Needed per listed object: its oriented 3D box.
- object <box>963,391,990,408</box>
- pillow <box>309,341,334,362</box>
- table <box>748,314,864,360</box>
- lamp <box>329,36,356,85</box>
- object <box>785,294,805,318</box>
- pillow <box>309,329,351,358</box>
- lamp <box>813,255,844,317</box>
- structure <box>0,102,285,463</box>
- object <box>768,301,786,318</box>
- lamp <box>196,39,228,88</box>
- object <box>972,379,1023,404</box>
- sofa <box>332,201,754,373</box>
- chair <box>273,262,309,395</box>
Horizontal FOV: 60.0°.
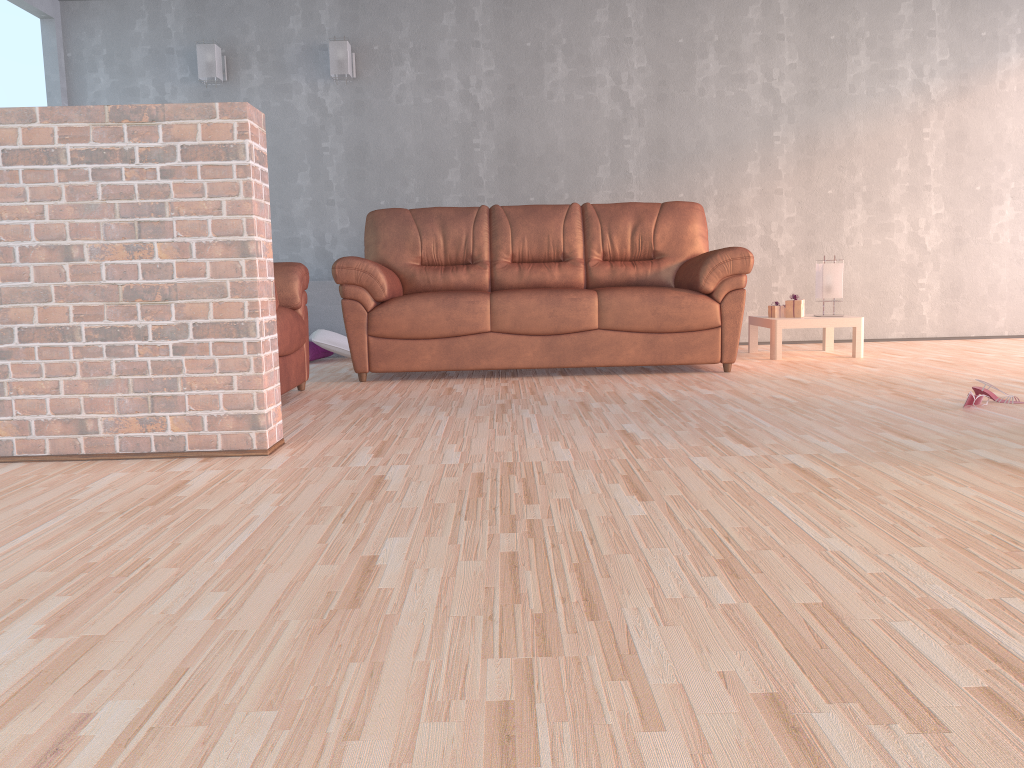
[{"bbox_3d":[1.740,0.055,3.328,0.078,0.066,0.192,3,8,35],"label":"object"},{"bbox_3d":[-1.432,-0.222,5.948,0.392,0.130,0.365,1,7,20],"label":"pillow"},{"bbox_3d":[1.814,-0.299,5.520,0.548,0.241,0.548,-2,7,-1],"label":"table"},{"bbox_3d":[-1.160,-2.194,6.026,0.165,0.319,0.177,-2,7,-1],"label":"lamp"},{"bbox_3d":[1.731,-0.480,5.426,0.099,0.147,0.102,2,8,28],"label":"object"},{"bbox_3d":[-1.180,-0.271,5.971,0.357,0.205,0.388,-3,7,-14],"label":"pillow"},{"bbox_3d":[1.947,-0.600,5.446,0.140,0.376,0.140,-2,7,-1],"label":"lamp"},{"bbox_3d":[-1.472,-0.298,2.759,1.422,1.057,0.211,-2,7,-1],"label":"structure"},{"bbox_3d":[1.663,-0.464,5.499,0.152,0.105,0.080,-6,8,-32],"label":"object"},{"bbox_3d":[-2.043,-2.170,6.014,0.165,0.319,0.168,-2,7,-1],"label":"lamp"},{"bbox_3d":[1.884,0.028,3.437,0.188,0.085,0.069,4,9,38],"label":"object"},{"bbox_3d":[0.158,-0.589,5.037,2.202,0.923,0.981,-2,7,-1],"label":"sofa"},{"bbox_3d":[-1.439,-0.392,3.925,0.936,0.879,0.970,-2,7,-1],"label":"chair"}]
